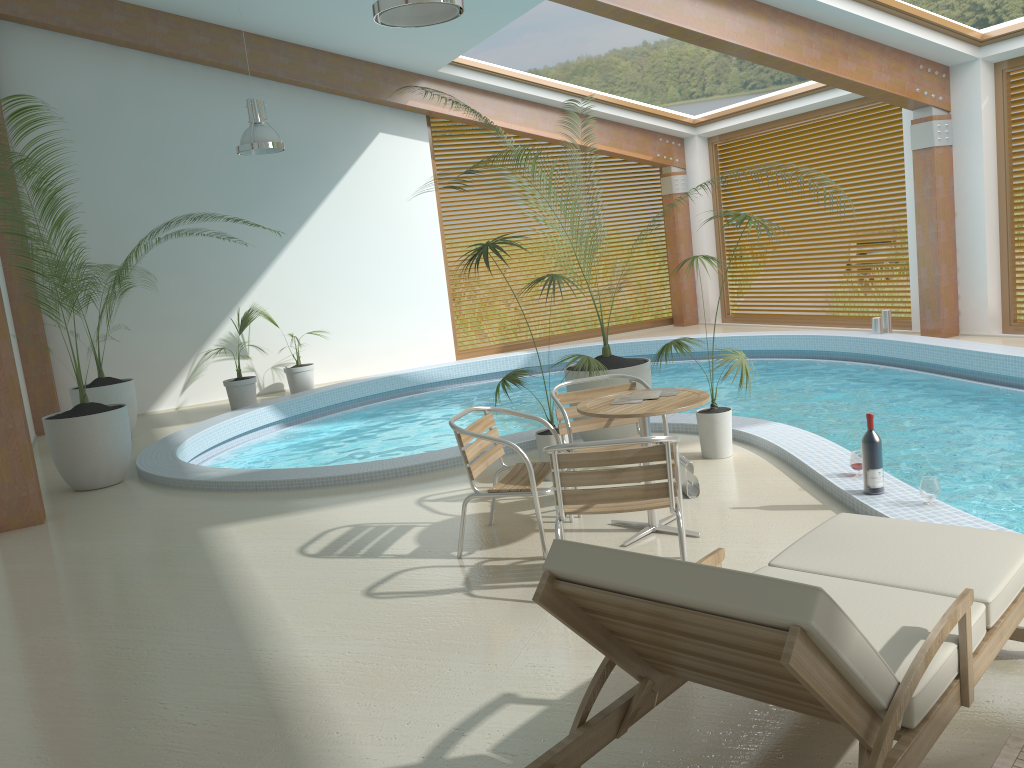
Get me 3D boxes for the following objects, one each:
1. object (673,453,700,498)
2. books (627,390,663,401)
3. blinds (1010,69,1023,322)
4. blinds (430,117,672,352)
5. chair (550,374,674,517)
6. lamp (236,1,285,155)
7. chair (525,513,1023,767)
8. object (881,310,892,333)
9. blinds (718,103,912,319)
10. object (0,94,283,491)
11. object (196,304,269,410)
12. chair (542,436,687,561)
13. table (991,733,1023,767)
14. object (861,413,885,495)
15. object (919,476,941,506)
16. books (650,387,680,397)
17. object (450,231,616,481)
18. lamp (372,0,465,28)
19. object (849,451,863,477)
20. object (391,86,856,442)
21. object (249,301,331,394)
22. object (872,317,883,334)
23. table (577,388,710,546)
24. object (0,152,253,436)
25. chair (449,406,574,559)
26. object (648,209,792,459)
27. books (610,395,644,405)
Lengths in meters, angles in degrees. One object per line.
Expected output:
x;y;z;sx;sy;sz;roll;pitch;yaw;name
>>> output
1.065;0.554;5.425;0.081;0.223;0.272;-7;9;-4;object
0.724;0.060;4.814;0.166;0.004;0.241;-4;9;16;books
6.557;-1.904;8.323;0.095;2.921;4.200;-10;9;-24;blinds
0.660;-2.728;14.493;4.500;4.025;0.099;-10;9;-24;blinds
0.594;0.347;5.413;0.618;0.727;0.563;-8;9;-12;chair
-2.790;-3.442;9.328;0.506;1.958;0.505;-10;9;-24;lamp
0.905;0.675;2.573;0.861;0.866;1.903;2;12;43;chair
4.686;-0.765;11.091;0.115;0.320;0.115;-3;9;24;object
4.406;-2.340;12.851;0.095;2.921;4.200;-10;9;-24;blinds
-3.702;-0.622;7.586;2.979;2.960;2.729;-1;10;31;object
-3.401;-0.356;11.186;0.822;1.310;1.067;-4;9;15;object
0.489;0.554;4.122;0.618;0.727;0.563;-5;9;8;chair
1.281;1.026;2.023;0.320;0.255;0.283;2;12;43;table
1.924;0.368;4.741;0.109;0.435;0.109;-5;9;10;object
2.113;0.539;4.481;0.102;0.137;0.102;-9;9;-16;object
0.829;0.045;4.862;0.166;0.004;0.241;-4;9;16;books
0.160;-0.171;5.958;1.059;1.695;0.791;-5;9;11;object
-0.624;-3.003;4.769;0.506;1.958;0.505;-10;9;-24;lamp
1.997;0.458;5.108;0.102;0.137;0.102;-9;9;-16;object
0.735;-0.965;6.488;2.979;2.960;2.729;-8;9;-7;object
-2.909;-0.518;11.884;1.067;1.310;0.822;-8;9;-12;object
4.445;-0.715;10.798;0.115;0.204;0.115;-4;9;16;object
0.732;0.441;4.757;0.700;0.720;0.700;-7;9;-5;table
-4.547;-0.860;9.808;2.729;2.960;2.979;-15;12;-43;object
0.010;0.499;4.853;0.563;0.727;0.618;-4;9;18;chair
1.435;-0.340;6.113;0.791;1.695;1.059;-13;11;-37;object
0.629;0.082;4.771;0.166;0.004;0.241;-4;9;16;books
